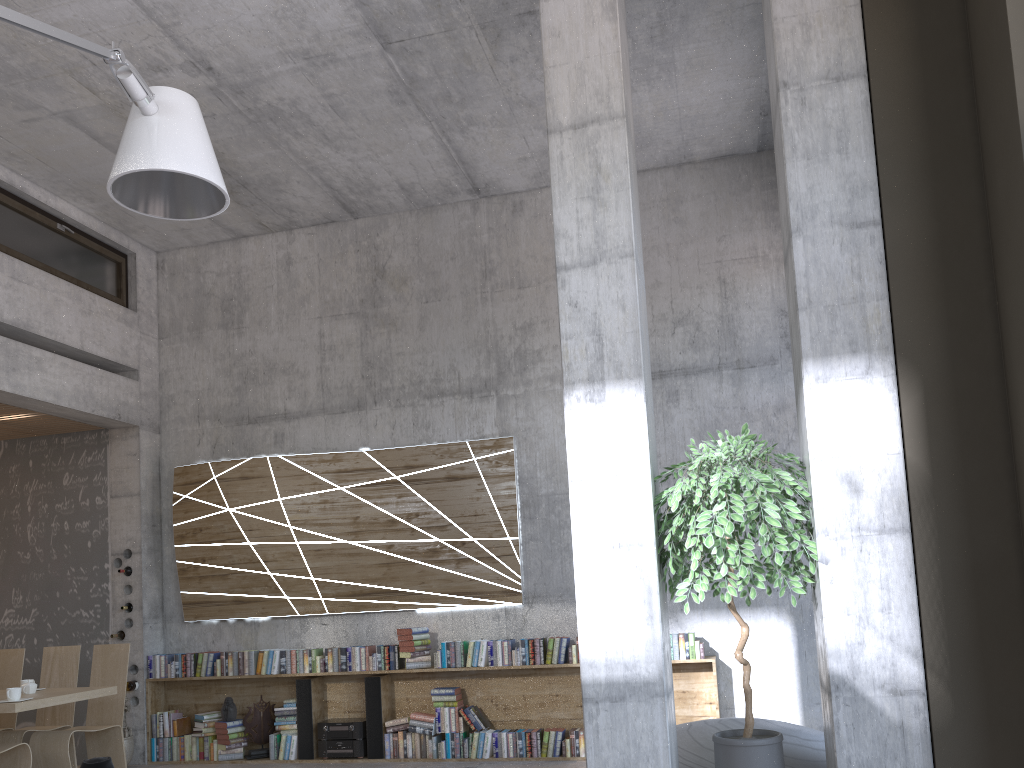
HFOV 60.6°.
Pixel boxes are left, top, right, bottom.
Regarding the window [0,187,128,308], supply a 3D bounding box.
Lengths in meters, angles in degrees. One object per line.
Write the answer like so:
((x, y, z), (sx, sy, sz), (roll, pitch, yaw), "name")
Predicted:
((-4.845, -1.897, 4.649), (0.114, 0.594, 8.607), (-4, -13, 13), "window")

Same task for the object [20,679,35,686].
((-3.758, 2.338, 6.798), (0.093, 0.086, 0.119), (1, -11, -22), "object")

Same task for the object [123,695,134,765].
((-3.676, 3.255, 8.212), (0.249, 0.670, 0.275), (-1, -7, -24), "object")

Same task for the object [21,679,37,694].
((-3.613, 2.267, 6.561), (0.089, 0.109, 0.125), (-4, -10, 5), "object")

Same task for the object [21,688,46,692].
((-3.749, 2.374, 6.789), (0.186, 0.013, 0.189), (-7, -14, 16), "object")

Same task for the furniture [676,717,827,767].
((1.415, 2.469, 5.647), (1.802, 0.796, 1.658), (6, -15, -38), "furniture")

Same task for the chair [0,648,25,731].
((-4.390, 2.788, 7.151), (0.350, 1.173, 0.733), (-5, -7, 13), "chair")

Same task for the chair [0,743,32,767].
((-3.662, 2.450, 5.897), (0.350, 1.173, 0.732), (-5, -8, 17), "chair")

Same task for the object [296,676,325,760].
((-1.862, 3.105, 8.122), (0.153, 0.746, 0.276), (-5, -6, 13), "object")

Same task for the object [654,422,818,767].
((1.171, 1.132, 4.426), (0.999, 1.831, 0.986), (-1, -7, -20), "object")

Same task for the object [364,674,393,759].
((-1.203, 3.030, 7.961), (0.153, 0.746, 0.276), (-5, -6, 13), "object")

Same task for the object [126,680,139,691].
((-3.595, 2.901, 8.465), (0.095, 0.093, 0.345), (-5, -13, 13), "object")

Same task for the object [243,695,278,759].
((-2.351, 3.207, 8.241), (0.344, 0.559, 0.199), (0, -7, -26), "object")

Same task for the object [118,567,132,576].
((-3.711, 1.823, 8.535), (0.090, 0.088, 0.342), (-5, -13, 13), "object")

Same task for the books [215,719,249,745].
((-2.620, 3.256, 8.207), (0.191, 0.206, 0.248), (-9, -12, 34), "books")

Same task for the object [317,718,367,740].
((-1.518, 3.152, 8.008), (0.441, 0.158, 0.309), (-6, -12, 13), "object")

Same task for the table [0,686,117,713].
((-5.670, 2.937, 6.892), (5.203, 0.907, 1.030), (-6, -10, 14), "table")

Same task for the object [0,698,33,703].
((-3.407, 2.168, 5.998), (0.185, 0.013, 0.189), (-3, -13, 0), "object")

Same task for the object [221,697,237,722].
((-2.650, 3.041, 8.207), (0.146, 0.225, 0.138), (-5, -7, 11), "object")

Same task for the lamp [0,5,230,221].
((-1.443, 0.323, 2.215), (0.756, 3.361, 2.680), (-3, -8, 1), "lamp")

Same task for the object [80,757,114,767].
((-2.360, 2.216, 4.995), (0.302, 0.166, 0.305), (-3, -11, 1), "object")

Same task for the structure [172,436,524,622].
((-1.627, 1.377, 8.158), (3.423, 1.510, 0.363), (-6, -6, 14), "structure")

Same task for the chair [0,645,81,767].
((-3.880, 2.750, 7.110), (0.350, 1.173, 0.734), (-4, -7, 9), "chair")

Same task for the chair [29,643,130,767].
((-3.401, 2.684, 6.943), (0.350, 1.173, 0.733), (-5, -7, 13), "chair")

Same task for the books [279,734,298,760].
((-2.030, 3.340, 8.094), (0.200, 0.224, 0.193), (-5, -9, 13), "books")

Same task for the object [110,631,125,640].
((-3.767, 2.435, 8.504), (0.095, 0.093, 0.345), (-5, -13, 13), "object")

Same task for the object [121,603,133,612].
((-3.682, 2.177, 8.542), (0.094, 0.091, 0.354), (-5, -13, 13), "object")

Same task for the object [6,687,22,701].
((-3.402, 2.123, 5.991), (0.093, 0.086, 0.119), (3, -12, -32), "object")

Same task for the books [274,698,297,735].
((-2.056, 3.087, 8.149), (0.252, 0.317, 0.222), (-6, -8, 16), "books")

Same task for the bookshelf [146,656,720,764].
((-0.866, 2.954, 7.870), (5.338, 0.791, 0.307), (-6, -7, 14), "bookshelf")

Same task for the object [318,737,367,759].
((-1.507, 3.311, 7.999), (0.441, 0.161, 0.299), (-6, -12, 13), "object")

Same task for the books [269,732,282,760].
((-2.177, 3.360, 8.146), (0.074, 0.216, 0.208), (-5, -9, 13), "books")
